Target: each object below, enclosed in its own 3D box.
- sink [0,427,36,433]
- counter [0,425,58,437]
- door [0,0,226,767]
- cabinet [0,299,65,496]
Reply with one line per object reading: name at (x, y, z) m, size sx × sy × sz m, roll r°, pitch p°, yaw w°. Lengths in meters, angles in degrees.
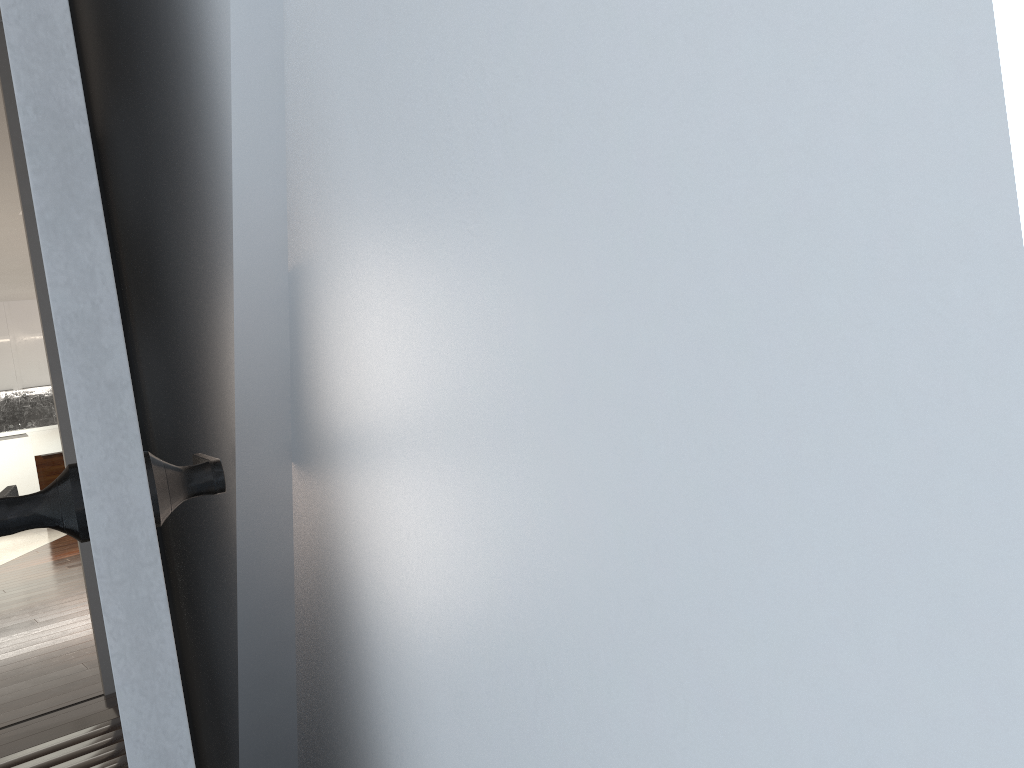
sink at (-6.073, 0.575, 9.908) m, size 1.215 × 0.521 × 0.482 m, roll -10°, pitch 2°, yaw -38°
counter at (-5.817, 0.613, 8.913) m, size 4.248 × 0.041 × 2.549 m, roll -10°, pitch 2°, yaw -38°
door at (-0.787, 0.068, 0.789) m, size 1.055 × 2.093 × 0.926 m, roll -10°, pitch 3°, yaw -38°
cabinet at (-4.180, 0.093, 9.180) m, size 7.294 × 2.501 × 4.211 m, roll -10°, pitch 2°, yaw -38°
